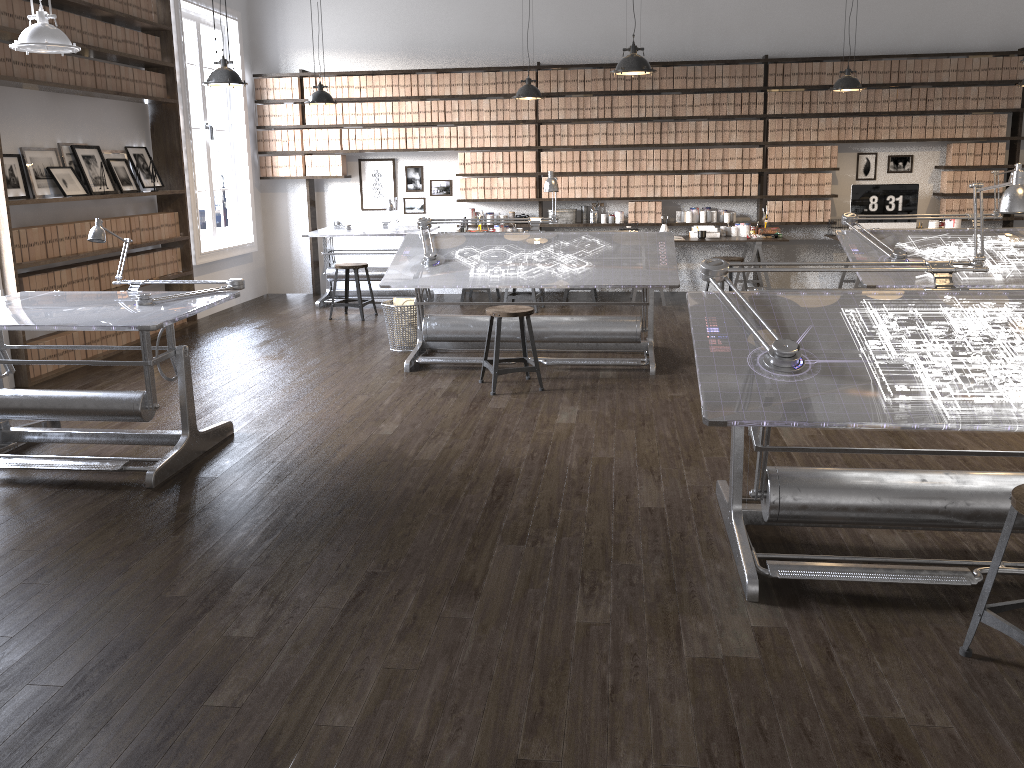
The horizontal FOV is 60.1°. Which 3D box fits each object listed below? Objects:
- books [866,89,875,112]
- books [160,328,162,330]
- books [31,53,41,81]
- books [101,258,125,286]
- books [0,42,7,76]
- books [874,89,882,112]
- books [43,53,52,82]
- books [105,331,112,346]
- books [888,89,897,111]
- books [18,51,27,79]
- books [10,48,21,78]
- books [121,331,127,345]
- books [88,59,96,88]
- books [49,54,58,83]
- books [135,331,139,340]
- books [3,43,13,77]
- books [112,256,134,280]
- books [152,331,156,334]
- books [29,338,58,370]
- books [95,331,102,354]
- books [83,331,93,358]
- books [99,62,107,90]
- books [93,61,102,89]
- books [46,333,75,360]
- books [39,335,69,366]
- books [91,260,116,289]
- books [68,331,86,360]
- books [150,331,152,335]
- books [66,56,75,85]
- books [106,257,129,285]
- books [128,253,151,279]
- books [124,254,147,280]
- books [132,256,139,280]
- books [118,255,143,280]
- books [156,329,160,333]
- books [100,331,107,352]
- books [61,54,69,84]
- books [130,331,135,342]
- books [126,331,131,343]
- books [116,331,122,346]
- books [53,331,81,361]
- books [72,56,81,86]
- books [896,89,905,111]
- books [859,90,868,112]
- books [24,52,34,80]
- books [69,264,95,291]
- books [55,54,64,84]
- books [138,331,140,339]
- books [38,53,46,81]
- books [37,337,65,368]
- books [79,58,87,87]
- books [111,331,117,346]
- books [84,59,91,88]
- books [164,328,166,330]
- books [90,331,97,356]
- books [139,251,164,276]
[{"bbox_3d":[3.621,-2.868,8.992,0.067,0.223,0.176,0,12,7],"label":"books"},{"bbox_3d":[-3.224,-0.586,7.918,0.174,0.223,0.067,1,12,7],"label":"books"},{"bbox_3d":[-3.414,-2.230,6.207,0.174,0.223,0.067,1,12,7],"label":"books"},{"bbox_3d":[-3.298,-0.921,7.293,0.174,0.223,0.067,1,12,7],"label":"books"},{"bbox_3d":[-3.458,-2.143,5.861,0.174,0.223,0.067,1,12,7],"label":"books"},{"bbox_3d":[3.690,-2.868,8.986,0.067,0.223,0.176,0,12,7],"label":"books"},{"bbox_3d":[-3.402,-2.261,6.334,0.174,0.223,0.067,1,12,7],"label":"books"},{"bbox_3d":[-3.317,-0.384,7.110,0.174,0.223,0.067,1,12,7],"label":"books"},{"bbox_3d":[3.831,-2.864,8.961,0.067,0.223,0.176,0,12,7],"label":"books"},{"bbox_3d":[-3.437,-2.196,6.073,0.174,0.223,0.067,1,12,7],"label":"books"},{"bbox_3d":[-3.441,-2.179,6.004,0.174,0.223,0.067,1,12,7],"label":"books"},{"bbox_3d":[-3.294,-0.437,7.324,0.174,0.223,0.067,1,12,7],"label":"books"},{"bbox_3d":[-3.339,-2.397,6.876,0.174,0.223,0.067,1,12,7],"label":"books"},{"bbox_3d":[-3.391,-2.279,6.404,0.174,0.223,0.067,1,12,7],"label":"books"},{"bbox_3d":[-3.274,-0.486,7.519,0.174,0.223,0.067,1,12,7],"label":"books"},{"bbox_3d":[-3.454,-2.161,5.935,0.174,0.223,0.067,1,12,7],"label":"books"},{"bbox_3d":[-3.278,-0.956,7.433,0.174,0.223,0.067,1,12,7],"label":"books"},{"bbox_3d":[-3.239,-0.553,7.787,0.174,0.223,0.067,1,12,7],"label":"books"},{"bbox_3d":[-3.405,-0.214,6.432,0.174,0.223,0.067,1,12,7],"label":"books"},{"bbox_3d":[-3.337,-0.351,6.979,0.174,0.223,0.067,1,12,7],"label":"books"},{"bbox_3d":[-3.351,-0.317,6.842,0.174,0.223,0.067,1,12,7],"label":"books"},{"bbox_3d":[-3.321,-2.433,7.021,0.174,0.223,0.067,1,12,7],"label":"books"},{"bbox_3d":[-3.324,-2.415,6.947,0.174,0.223,0.067,1,12,7],"label":"books"},{"bbox_3d":[-3.382,-0.264,6.632,0.174,0.223,0.067,1,12,7],"label":"books"},{"bbox_3d":[-3.390,-0.247,6.562,0.174,0.223,0.067,1,12,7],"label":"books"},{"bbox_3d":[-3.308,-0.886,7.154,0.174,0.223,0.067,1,12,7],"label":"books"},{"bbox_3d":[-3.366,-0.299,6.770,0.174,0.223,0.067,1,12,7],"label":"books"},{"bbox_3d":[-3.245,-0.538,7.725,0.174,0.223,0.067,1,12,7],"label":"books"},{"bbox_3d":[-3.368,-2.330,6.609,0.174,0.223,0.067,1,12,7],"label":"books"},{"bbox_3d":[-3.288,-0.938,7.361,0.174,0.223,0.067,1,12,7],"label":"books"},{"bbox_3d":[-3.248,-1.024,7.704,0.174,0.223,0.067,1,12,7],"label":"books"},{"bbox_3d":[-3.252,-1.007,7.636,0.174,0.223,0.067,1,12,7],"label":"books"},{"bbox_3d":[-3.266,-0.971,7.494,0.174,0.223,0.067,1,12,7],"label":"books"},{"bbox_3d":[-3.258,-0.989,7.565,0.174,0.223,0.067,1,12,7],"label":"books"},{"bbox_3d":[-3.226,-0.569,7.851,0.174,0.223,0.067,1,12,7],"label":"books"},{"bbox_3d":[-3.325,-0.366,7.040,0.174,0.223,0.067,1,12,7],"label":"books"},{"bbox_3d":[-3.380,-2.313,6.541,0.174,0.223,0.067,1,12,7],"label":"books"},{"bbox_3d":[-3.275,-0.469,7.450,0.174,0.223,0.067,1,12,7],"label":"books"},{"bbox_3d":[-3.288,-0.453,7.386,0.174,0.223,0.067,1,12,7],"label":"books"},{"bbox_3d":[-3.301,-0.420,7.253,0.174,0.223,0.067,1,12,7],"label":"books"},{"bbox_3d":[-3.369,-0.281,6.700,0.174,0.223,0.067,1,12,7],"label":"books"},{"bbox_3d":[-3.356,-2.348,6.679,0.174,0.223,0.067,1,12,7],"label":"books"},{"bbox_3d":[3.902,-2.863,8.953,0.067,0.223,0.176,0,12,7],"label":"books"},{"bbox_3d":[3.551,-2.868,8.997,0.067,0.223,0.176,0,12,7],"label":"books"},{"bbox_3d":[-3.428,-2.213,6.142,0.174,0.223,0.067,1,12,7],"label":"books"},{"bbox_3d":[-3.345,-0.817,6.875,0.174,0.223,0.067,1,12,7],"label":"books"},{"bbox_3d":[-3.387,-2.296,6.473,0.174,0.223,0.067,1,12,7],"label":"books"},{"bbox_3d":[-3.264,-0.503,7.587,0.174,0.223,0.067,1,12,7],"label":"books"},{"bbox_3d":[-3.411,-2.246,6.273,0.174,0.223,0.067,1,12,7],"label":"books"},{"bbox_3d":[-3.393,-0.230,6.496,0.174,0.223,0.067,1,12,7],"label":"books"},{"bbox_3d":[-3.347,-2.365,6.749,0.174,0.223,0.067,1,12,7],"label":"books"},{"bbox_3d":[-3.312,-0.402,7.181,0.174,0.223,0.067,1,12,7],"label":"books"},{"bbox_3d":[-3.344,-2.381,6.812,0.174,0.223,0.067,1,12,7],"label":"books"},{"bbox_3d":[-3.215,-0.603,7.987,0.174,0.223,0.067,1,12,7],"label":"books"},{"bbox_3d":[-3.348,-0.335,6.915,0.174,0.223,0.067,1,12,7],"label":"books"},{"bbox_3d":[-3.219,-1.075,7.911,0.174,0.223,0.067,1,12,7],"label":"books"}]
